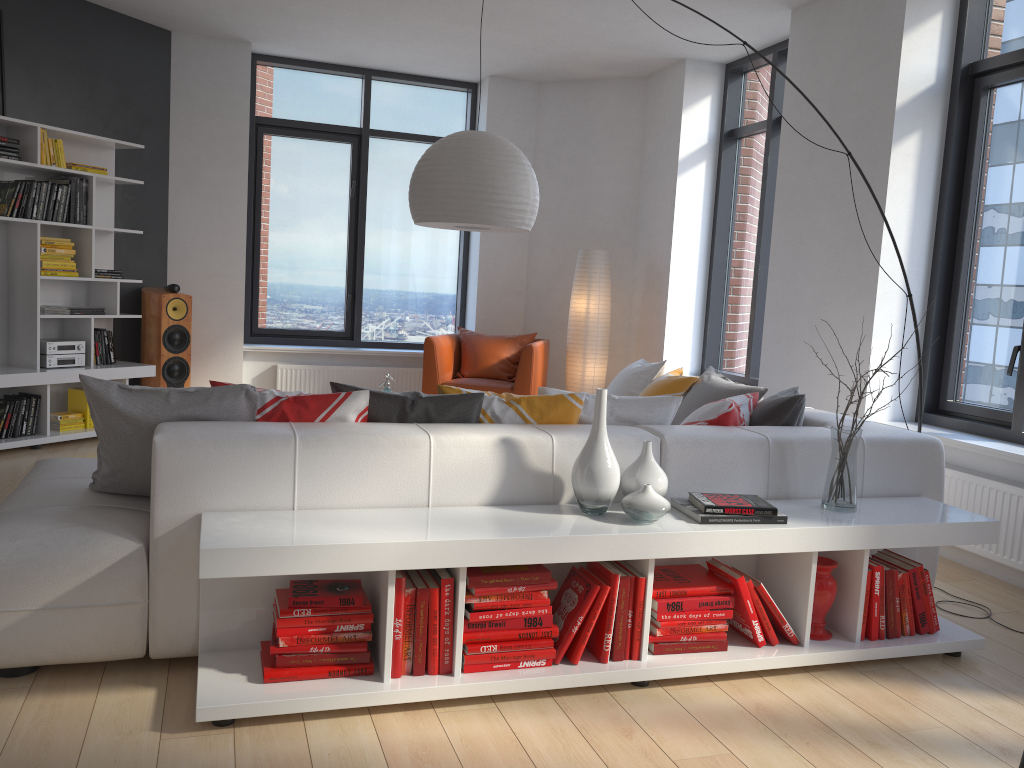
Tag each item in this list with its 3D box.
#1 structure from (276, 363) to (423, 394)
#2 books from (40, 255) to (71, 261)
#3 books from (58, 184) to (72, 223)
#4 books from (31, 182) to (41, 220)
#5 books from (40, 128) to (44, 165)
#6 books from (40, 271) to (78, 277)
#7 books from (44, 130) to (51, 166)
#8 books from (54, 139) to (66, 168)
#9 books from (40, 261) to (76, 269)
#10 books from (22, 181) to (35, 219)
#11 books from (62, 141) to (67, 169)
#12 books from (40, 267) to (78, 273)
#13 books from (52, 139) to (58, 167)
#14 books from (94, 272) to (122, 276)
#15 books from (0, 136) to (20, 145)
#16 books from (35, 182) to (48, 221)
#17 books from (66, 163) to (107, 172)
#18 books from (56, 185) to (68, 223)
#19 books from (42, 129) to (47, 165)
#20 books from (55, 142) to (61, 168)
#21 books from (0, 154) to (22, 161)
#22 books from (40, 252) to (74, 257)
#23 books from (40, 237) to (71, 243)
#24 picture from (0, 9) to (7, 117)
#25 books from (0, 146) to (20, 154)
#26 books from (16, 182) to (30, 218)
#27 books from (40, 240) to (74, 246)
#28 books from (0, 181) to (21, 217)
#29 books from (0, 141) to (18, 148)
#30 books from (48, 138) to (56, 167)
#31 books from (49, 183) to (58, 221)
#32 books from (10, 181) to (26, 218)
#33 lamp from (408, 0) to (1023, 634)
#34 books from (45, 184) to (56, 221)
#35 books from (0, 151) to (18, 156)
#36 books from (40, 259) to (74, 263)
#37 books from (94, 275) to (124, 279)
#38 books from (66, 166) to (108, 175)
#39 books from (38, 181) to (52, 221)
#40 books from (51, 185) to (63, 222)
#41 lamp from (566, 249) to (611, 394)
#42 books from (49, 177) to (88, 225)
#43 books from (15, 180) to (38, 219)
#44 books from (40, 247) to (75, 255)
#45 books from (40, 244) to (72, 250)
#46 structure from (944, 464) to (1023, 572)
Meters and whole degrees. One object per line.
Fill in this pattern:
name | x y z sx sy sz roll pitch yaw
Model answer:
structure | -1.285 0.076 7.672 1.474 0.460 0.110 1 6 -18
books | -3.074 -0.839 5.889 0.145 0.023 0.217 7 7 30
books | -3.015 -1.196 5.880 0.197 0.260 0.066 6 7 26
books | -3.109 -1.172 5.689 0.179 0.243 0.068 6 7 25
books | -3.046 -1.511 5.647 0.161 0.229 0.041 6 7 25
books | -3.068 -0.735 5.910 0.194 0.028 0.257 7 7 31
books | -3.046 -1.516 5.707 0.164 0.224 0.054 6 7 25
books | -2.982 -1.499 5.781 0.141 0.184 0.064 7 7 27
books | -3.077 -0.795 5.907 0.189 0.042 0.243 6 7 26
books | -3.113 -1.166 5.636 0.172 0.242 0.069 7 7 27
books | -2.979 -1.502 5.805 0.142 0.184 0.044 7 7 27
books | -3.075 -0.761 5.908 0.203 0.024 0.257 7 7 29
books | -2.999 -1.493 5.742 0.128 0.178 0.044 6 7 26
books | -2.867 -0.772 6.215 0.142 0.015 0.198 6 7 25
books | -3.220 -1.508 5.453 0.209 0.030 0.266 6 6 20
books | -3.096 -1.180 5.724 0.191 0.249 0.084 6 7 26
books | -2.926 -1.468 6.013 0.203 0.024 0.257 7 7 29
books | -3.029 -1.189 5.850 0.191 0.249 0.084 6 7 26
books | -3.052 -1.513 5.676 0.163 0.224 0.041 6 7 24
books | -2.981 -1.484 5.754 0.108 0.161 0.046 6 7 25
books | -3.220 -1.402 5.459 0.214 0.030 0.284 7 7 30
books | -3.083 -0.862 5.906 0.171 0.019 0.239 6 7 26
books | -3.093 -0.963 5.906 0.163 0.023 0.223 7 7 30
picture | -3.504 -1.964 5.056 0.076 0.707 1.279 6 7 26
books | -3.237 -1.455 5.466 0.214 0.030 0.284 7 7 30
books | -3.140 -1.162 5.611 0.169 0.233 0.081 6 7 25
books | -3.070 -0.938 5.907 0.163 0.023 0.223 7 7 30
books | -3.178 -1.159 5.557 0.182 0.234 0.104 6 7 26
books | -3.210 -1.480 5.454 0.180 0.026 0.246 7 7 29
books | -3.014 -1.493 5.727 0.132 0.180 0.054 6 7 26
books | -3.059 -1.187 5.793 0.192 0.254 0.075 6 7 25
books | -3.167 -1.161 5.589 0.187 0.234 0.096 6 7 27
lamp | 1.061 -0.472 3.771 3.199 2.647 0.710 5 6 17
books | -3.047 -1.175 5.762 0.172 0.242 0.069 7 7 27
books | -3.222 -1.427 5.457 0.189 0.020 0.264 6 7 25
books | -3.089 -0.824 5.908 0.189 0.014 0.251 7 7 29
books | -2.865 -0.753 6.217 0.161 0.023 0.213 7 7 30
books | -2.919 -1.442 6.015 0.194 0.028 0.257 7 7 31
books | -3.081 -1.187 5.754 0.197 0.260 0.066 6 7 26
books | -3.036 -1.183 5.811 0.179 0.243 0.071 6 7 25
lamp | 0.775 -0.293 7.130 0.804 1.550 0.502 7 7 32
books | -2.994 -1.231 5.976 0.259 0.321 0.128 6 7 26
books | -3.126 -1.178 5.667 0.192 0.254 0.075 6 7 25
books | -3.075 -0.888 5.911 0.176 0.033 0.239 7 7 29
books | -3.078 -0.915 5.904 0.160 0.022 0.227 9 8 42
structure | 2.172 0.651 4.190 0.110 0.460 1.015 1 6 -18
